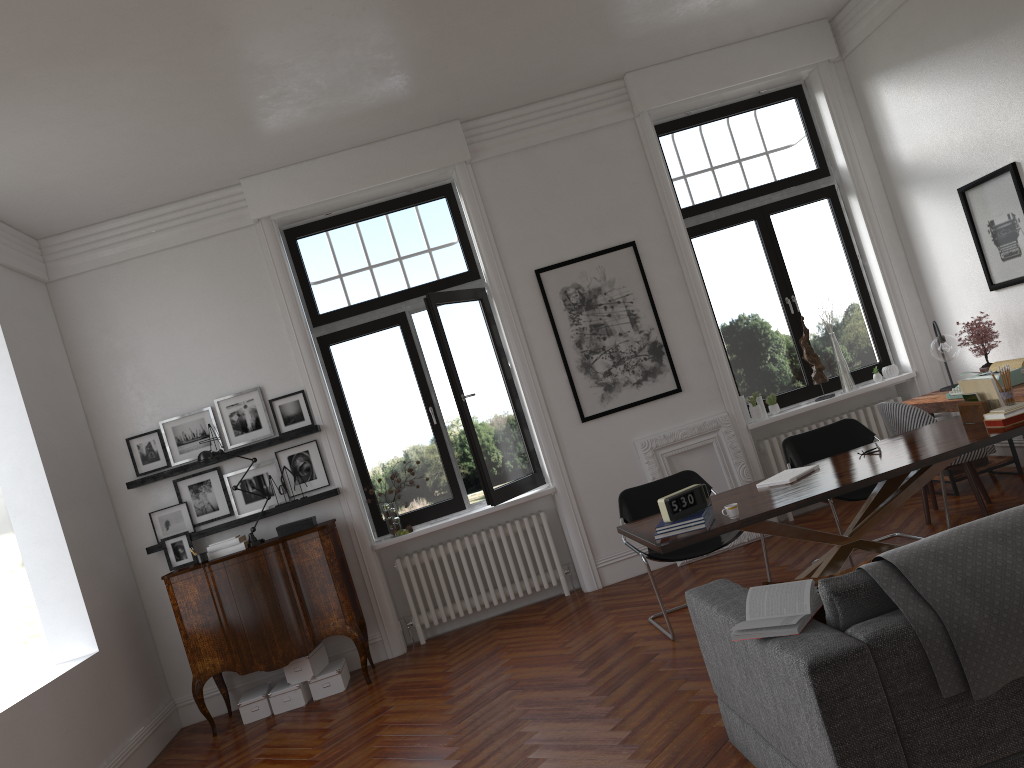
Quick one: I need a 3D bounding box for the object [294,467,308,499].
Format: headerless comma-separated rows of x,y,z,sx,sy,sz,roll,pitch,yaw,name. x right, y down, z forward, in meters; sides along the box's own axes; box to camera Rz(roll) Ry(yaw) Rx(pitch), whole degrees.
-1.691,0.786,7.048,0.110,0.262,0.040,-17,-1,-6,object

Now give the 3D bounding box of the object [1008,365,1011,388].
2.631,-0.004,4.683,0.044,0.194,0.008,-18,-1,25,object

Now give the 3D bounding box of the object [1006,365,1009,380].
2.631,-0.005,4.695,0.038,0.195,0.008,-18,-1,21,object

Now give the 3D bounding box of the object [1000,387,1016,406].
2.626,0.068,4.690,0.058,0.091,0.058,-17,-1,-19,object

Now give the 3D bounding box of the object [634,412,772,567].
1.573,0.856,7.279,0.829,1.062,0.234,-17,-1,-6,object

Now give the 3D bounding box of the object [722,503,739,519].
1.083,0.632,4.383,0.082,0.065,0.064,-18,-2,15,object

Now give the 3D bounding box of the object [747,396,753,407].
2.066,0.210,7.593,0.051,0.213,0.051,-18,-1,29,object

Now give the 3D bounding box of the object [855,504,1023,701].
1.504,0.622,2.700,0.751,0.387,0.400,-17,-2,-6,object

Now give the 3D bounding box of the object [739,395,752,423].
1.998,0.219,7.607,0.051,0.238,0.051,-18,-1,29,object

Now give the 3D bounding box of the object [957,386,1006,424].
2.628,0.119,4.953,0.149,0.166,0.228,-17,-2,-6,object

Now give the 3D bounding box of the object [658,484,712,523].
0.885,0.607,4.527,0.275,0.125,0.082,-16,-2,-32,object

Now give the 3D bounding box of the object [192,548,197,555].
-2.302,1.253,6.487,0.045,0.139,0.010,-17,-1,-9,object

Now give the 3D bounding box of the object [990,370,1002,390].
2.579,0.013,4.689,0.049,0.193,0.008,-17,-1,-1,object

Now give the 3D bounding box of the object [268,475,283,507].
-1.875,0.843,6.993,0.124,0.260,0.040,-17,-1,-6,object

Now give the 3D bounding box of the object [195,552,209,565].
-2.263,1.276,6.474,0.091,0.077,0.091,-16,-2,-33,object

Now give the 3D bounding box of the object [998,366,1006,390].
2.616,0.000,4.716,0.008,0.195,0.032,-18,-1,38,object

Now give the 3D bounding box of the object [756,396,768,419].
2.134,0.202,7.576,0.051,0.188,0.051,-18,-1,29,object

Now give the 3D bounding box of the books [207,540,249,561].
-2.138,1.256,6.694,0.294,0.057,0.230,-17,-2,-6,books

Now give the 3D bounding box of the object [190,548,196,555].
-2.308,1.247,6.463,0.050,0.119,0.010,-17,-1,-3,object

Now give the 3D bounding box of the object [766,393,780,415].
2.248,0.170,7.637,0.097,0.185,0.099,-18,-1,17,object

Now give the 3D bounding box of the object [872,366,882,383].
3.149,-0.083,7.658,0.072,0.134,0.072,-18,-1,20,object

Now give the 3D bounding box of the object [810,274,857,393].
2.803,-0.453,7.626,0.295,1.053,0.290,-17,-1,-3,object

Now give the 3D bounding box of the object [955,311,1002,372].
3.494,-0.273,6.596,0.291,0.528,0.307,-18,-2,39,object

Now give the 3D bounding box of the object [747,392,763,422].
2.055,0.195,7.507,0.102,0.244,0.098,-17,-1,-28,object

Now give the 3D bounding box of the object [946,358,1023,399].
3.328,-0.040,6.232,0.484,0.149,0.535,-17,-2,-7,object

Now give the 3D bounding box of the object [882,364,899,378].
3.311,-0.110,7.758,0.134,0.097,0.133,-16,-2,-36,object

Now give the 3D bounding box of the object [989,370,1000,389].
2.589,0.011,4.714,0.008,0.193,0.049,-17,-1,-36,object

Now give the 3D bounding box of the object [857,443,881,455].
2.053,0.366,5.057,0.114,0.047,0.133,-16,-3,-43,object

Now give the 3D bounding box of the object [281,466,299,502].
-1.759,0.787,7.014,0.118,0.299,0.040,-17,-1,-6,object

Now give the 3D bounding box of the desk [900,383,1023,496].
3.517,0.379,6.195,0.647,0.757,1.800,-17,-2,-6,desk

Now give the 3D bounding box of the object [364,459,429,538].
-0.902,0.924,7.314,0.540,0.599,0.318,-16,-1,-35,object

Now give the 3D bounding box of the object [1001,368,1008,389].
2.600,0.005,4.664,0.008,0.193,0.049,-18,-1,18,object

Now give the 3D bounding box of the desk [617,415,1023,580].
1.828,0.845,4.835,2.225,0.751,1.031,-17,-2,-6,desk

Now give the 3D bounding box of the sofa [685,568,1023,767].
2.102,0.707,3.238,2.643,0.828,1.263,-17,-2,-6,sofa

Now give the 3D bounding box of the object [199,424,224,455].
-2.369,0.444,6.967,0.174,0.260,0.040,-17,-1,-6,object

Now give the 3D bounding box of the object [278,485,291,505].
-1.793,0.868,6.972,0.066,0.161,0.040,-17,-1,-6,object

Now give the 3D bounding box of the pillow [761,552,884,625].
1.158,0.789,3.082,0.471,0.396,0.329,-18,-2,31,pillow

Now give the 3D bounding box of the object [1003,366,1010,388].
2.613,0.000,4.666,0.008,0.195,0.036,-17,-1,6,object

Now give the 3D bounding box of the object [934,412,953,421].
3.323,0.294,6.850,0.174,0.110,0.173,-18,-2,31,object

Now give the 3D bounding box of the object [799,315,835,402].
2.581,-0.227,7.622,0.166,0.753,0.142,-18,-1,36,object
